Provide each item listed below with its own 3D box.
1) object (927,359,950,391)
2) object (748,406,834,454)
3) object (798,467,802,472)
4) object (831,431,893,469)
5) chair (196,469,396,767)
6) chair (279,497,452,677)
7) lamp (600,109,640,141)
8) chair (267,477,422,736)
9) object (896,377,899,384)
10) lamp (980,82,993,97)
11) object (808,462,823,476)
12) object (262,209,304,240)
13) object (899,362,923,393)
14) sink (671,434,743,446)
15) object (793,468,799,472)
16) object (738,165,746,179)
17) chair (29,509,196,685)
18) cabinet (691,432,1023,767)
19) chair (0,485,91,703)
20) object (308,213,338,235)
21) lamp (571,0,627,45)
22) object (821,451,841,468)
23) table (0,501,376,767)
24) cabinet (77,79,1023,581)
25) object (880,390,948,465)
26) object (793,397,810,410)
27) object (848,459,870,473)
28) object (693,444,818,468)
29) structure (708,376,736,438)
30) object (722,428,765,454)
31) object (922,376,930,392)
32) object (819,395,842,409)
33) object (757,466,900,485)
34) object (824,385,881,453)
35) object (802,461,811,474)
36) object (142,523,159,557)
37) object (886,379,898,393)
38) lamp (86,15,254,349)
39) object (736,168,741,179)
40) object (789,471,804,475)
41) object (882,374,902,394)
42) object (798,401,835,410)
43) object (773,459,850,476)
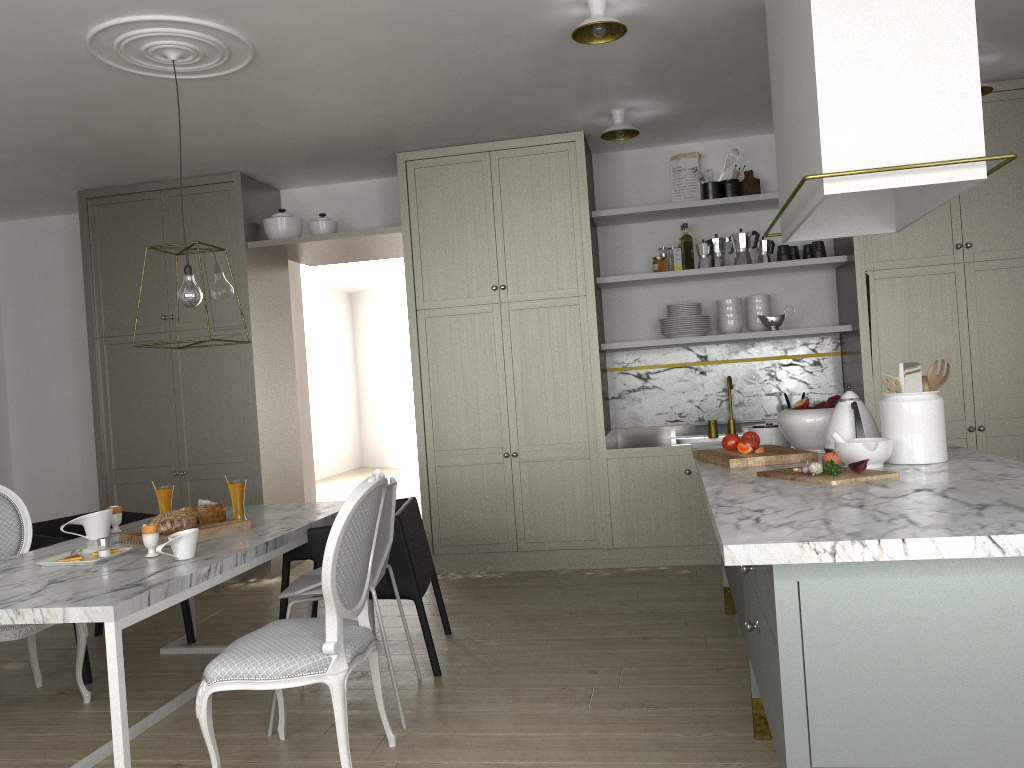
[{"bbox_3d":[1.242,0.076,2.641,0.131,0.296,0.056,-4,0,30],"label":"object"},{"bbox_3d":[1.103,0.160,3.261,0.364,0.156,0.491,-4,0,-13],"label":"object"},{"bbox_3d":[0.805,0.239,2.475,0.013,0.017,0.030,-4,0,19],"label":"object"},{"bbox_3d":[1.024,0.189,2.601,0.159,0.110,0.172,-4,0,-35],"label":"object"},{"bbox_3d":[-0.571,0.664,2.481,0.505,0.833,0.480,-4,0,7],"label":"chair"},{"bbox_3d":[-0.579,0.788,3.494,0.609,0.597,0.569,-4,0,0],"label":"chair"},{"bbox_3d":[0.542,-1.313,4.481,0.197,0.130,0.197,-4,0,45],"label":"lamp"},{"bbox_3d":[-0.568,0.713,2.970,0.439,0.745,0.470,-4,0,0],"label":"chair"},{"bbox_3d":[1.217,0.100,2.673,0.033,0.250,0.118,-4,0,-40],"label":"object"},{"bbox_3d":[2.161,-1.427,4.194,0.197,0.130,0.197,-4,0,15],"label":"lamp"},{"bbox_3d":[0.821,0.229,2.396,0.037,0.036,0.035,-4,0,-2],"label":"object"},{"bbox_3d":[-1.374,-0.945,5.329,0.241,0.214,0.243,-4,0,15],"label":"object"},{"bbox_3d":[1.198,0.081,2.650,0.064,0.290,0.141,-4,0,24],"label":"object"},{"bbox_3d":[1.326,0.379,4.886,0.877,0.174,0.475,-4,0,10],"label":"sink"},{"bbox_3d":[0.804,0.243,2.512,0.015,0.010,0.028,-4,0,-16],"label":"object"},{"bbox_3d":[1.274,-1.135,5.014,0.106,0.191,0.016,-4,0,20],"label":"object"},{"bbox_3d":[-1.806,0.875,3.787,0.609,0.597,0.569,-4,0,25],"label":"chair"},{"bbox_3d":[1.037,0.604,2.680,0.870,0.721,2.360,-4,0,10],"label":"cabinet"},{"bbox_3d":[-1.864,0.754,3.178,0.505,0.833,0.480,-4,0,42],"label":"chair"},{"bbox_3d":[-1.124,-0.936,5.285,0.174,0.161,0.176,-4,0,15],"label":"object"},{"bbox_3d":[0.305,-1.296,3.138,0.197,0.130,0.197,-4,0,45],"label":"lamp"},{"bbox_3d":[0.903,0.215,2.481,0.090,0.051,0.050,-4,0,-27],"label":"object"},{"bbox_3d":[-1.193,0.834,3.045,0.870,0.583,1.781,-4,0,10],"label":"table"},{"bbox_3d":[0.230,-0.162,5.304,5.433,2.377,0.947,-4,0,10],"label":"cabinet"},{"bbox_3d":[1.195,0.127,2.643,0.174,0.208,0.174,-4,0,28],"label":"object"},{"bbox_3d":[1.048,0.072,3.212,0.054,0.048,0.061,-4,0,-27],"label":"object"},{"bbox_3d":[0.930,0.220,2.384,0.049,0.039,0.057,-4,0,7],"label":"object"},{"bbox_3d":[0.815,0.244,3.017,0.290,0.030,0.400,-4,0,-5],"label":"object"},{"bbox_3d":[1.186,0.131,5.052,0.167,0.347,0.195,-4,0,18],"label":"structure"},{"bbox_3d":[0.798,0.193,3.023,0.135,0.079,0.194,-4,0,-1],"label":"object"},{"bbox_3d":[1.241,0.099,2.649,0.050,0.247,0.114,-4,0,15],"label":"object"},{"bbox_3d":[1.121,0.087,3.110,0.071,0.091,0.167,-4,0,35],"label":"object"},{"bbox_3d":[0.865,0.250,2.450,0.220,0.012,0.330,-4,0,-20],"label":"object"},{"bbox_3d":[1.083,0.121,2.844,0.204,0.236,0.178,-4,0,-43],"label":"object"},{"bbox_3d":[0.812,0.228,2.435,0.034,0.037,0.033,-4,0,-12],"label":"object"},{"bbox_3d":[-1.119,0.482,2.750,0.050,0.101,0.050,-4,0,17],"label":"object"},{"bbox_3d":[1.168,0.103,2.663,0.061,0.251,0.117,-4,0,-10],"label":"object"},{"bbox_3d":[-1.225,-0.697,3.302,0.584,1.108,0.584,-4,0,25],"label":"lamp"},{"bbox_3d":[1.267,-1.126,5.032,0.079,0.202,0.023,-4,0,-10],"label":"object"},{"bbox_3d":[0.795,0.244,2.459,0.059,0.008,0.043,-4,0,-38],"label":"object"},{"bbox_3d":[1.146,0.099,2.654,0.054,0.262,0.149,-4,0,25],"label":"object"},{"bbox_3d":[1.080,0.102,3.150,0.135,0.074,0.154,-4,0,6],"label":"object"},{"bbox_3d":[0.826,0.231,2.453,0.116,0.058,0.224,-4,0,-44],"label":"object"}]
